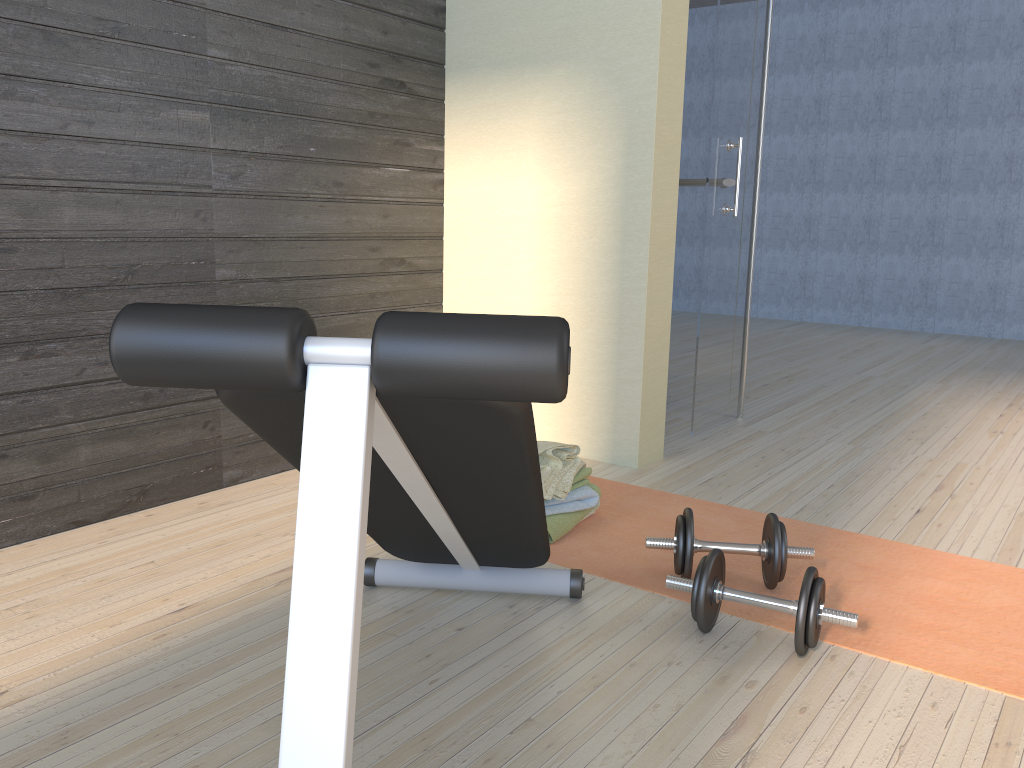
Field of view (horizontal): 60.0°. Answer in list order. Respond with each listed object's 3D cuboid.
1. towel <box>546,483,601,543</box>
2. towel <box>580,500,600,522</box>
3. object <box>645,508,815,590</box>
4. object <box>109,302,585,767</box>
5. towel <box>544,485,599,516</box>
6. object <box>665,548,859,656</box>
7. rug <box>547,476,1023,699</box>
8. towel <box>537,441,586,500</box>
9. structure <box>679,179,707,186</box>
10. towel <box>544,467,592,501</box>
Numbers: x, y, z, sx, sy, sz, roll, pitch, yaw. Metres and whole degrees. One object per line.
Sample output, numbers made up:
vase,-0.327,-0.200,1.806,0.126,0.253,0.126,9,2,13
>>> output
towel,0.025,0.337,2.516,0.380,0.081,0.367,8,13,33
towel,0.014,0.356,2.538,0.376,0.044,0.371,9,13,34
object,0.506,0.383,2.070,0.385,0.176,0.176,3,11,7
object,-0.134,0.218,1.339,0.505,0.746,1.312,2,11,5
towel,0.002,0.312,2.506,0.383,0.078,0.383,-7,13,-37
object,0.502,0.441,1.809,0.385,0.176,0.176,7,12,27
rug,1.041,0.509,1.974,2.779,0.002,0.716,9,13,35
towel,0.007,0.222,2.498,0.384,0.123,0.373,5,11,19
structure,0.685,-0.893,3.937,0.636,0.046,0.062,9,13,35
towel,-0.022,0.275,2.506,0.376,0.085,0.371,10,14,39
